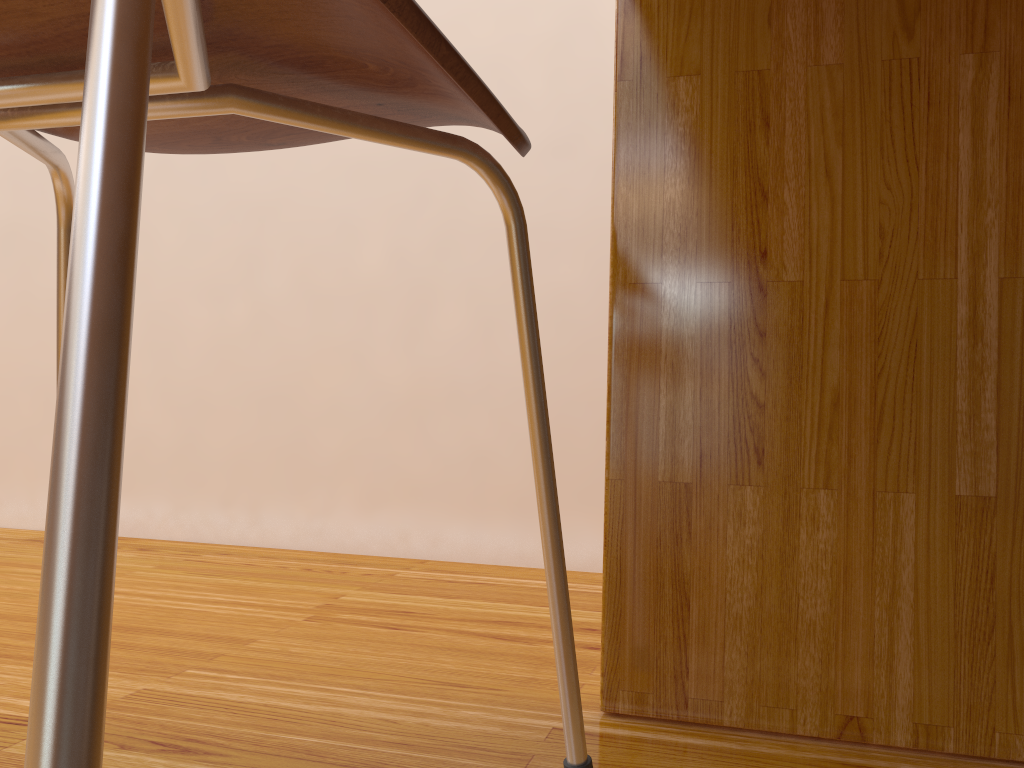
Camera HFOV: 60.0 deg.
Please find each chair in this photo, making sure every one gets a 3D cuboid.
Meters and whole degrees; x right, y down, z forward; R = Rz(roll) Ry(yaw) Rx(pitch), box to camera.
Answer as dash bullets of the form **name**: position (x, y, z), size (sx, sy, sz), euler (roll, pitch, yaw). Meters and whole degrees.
- **chair**: position (-0.181, -0.120, 0.375), size (0.381, 0.693, 0.428), euler (1, -2, 16)
